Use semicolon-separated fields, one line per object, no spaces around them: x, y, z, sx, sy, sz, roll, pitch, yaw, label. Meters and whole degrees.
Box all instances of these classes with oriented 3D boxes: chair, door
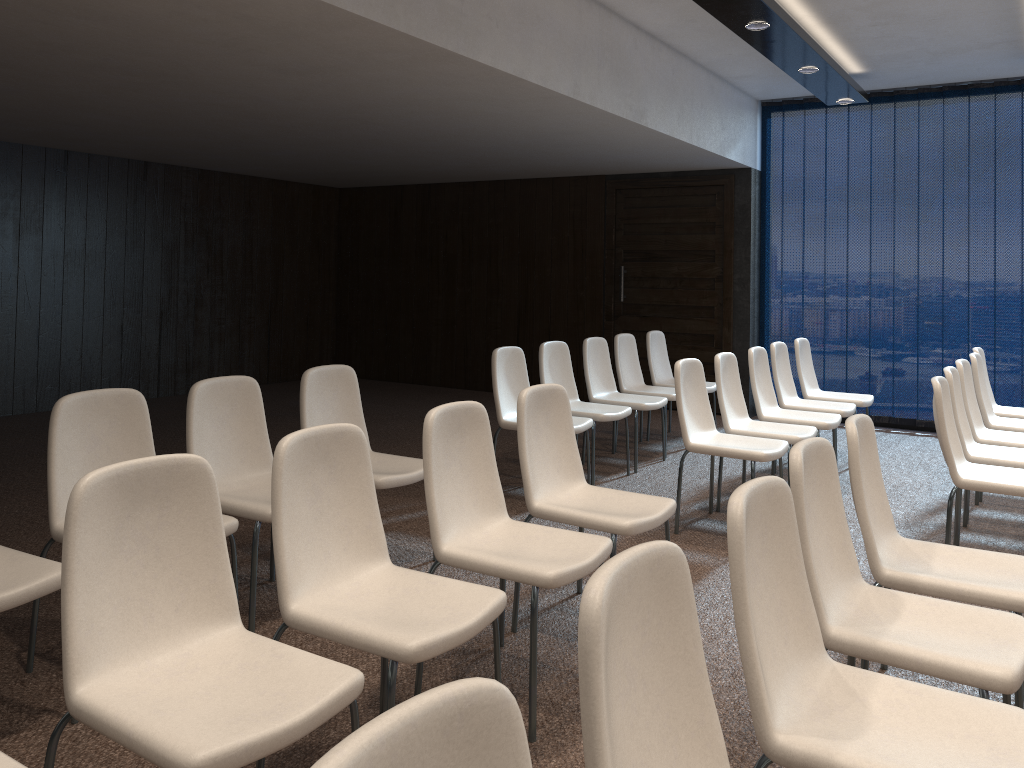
1.502;0.279;5.217;0.559;0.902;0.531;1;1;31;chair
3.216;0.271;5.562;0.559;0.902;0.531;2;1;33;chair
-0.987;0.440;3.491;0.559;0.902;0.531;1;1;31;chair
0.091;0.800;0.713;0.559;0.902;0.531;2;1;34;chair
-0.966;0.702;1.348;0.559;0.902;0.531;2;1;34;chair
0.318;0.475;3.419;0.559;0.902;0.531;2;1;34;chair
2.236;0.438;4.032;0.559;0.902;0.531;1;1;32;chair
1.624;-0.942;9.094;1.402;2.412;0.268;1;-1;32;door
2.483;0.108;6.779;0.559;0.902;0.531;1;1;32;chair
1.430;0.012;7.396;0.559;0.902;0.531;1;1;31;chair
1.019;0.629;2.268;0.559;0.902;0.531;2;1;34;chair
-1.593;0.551;2.484;0.559;0.902;0.531;1;1;31;chair
0.174;0.236;5.359;0.559;0.902;0.531;1;1;31;chair
-0.650;0.644;1.871;0.559;0.902;0.531;2;1;34;chair
0.815;0.121;6.403;0.559;0.902;0.531;1;1;32;chair
1.103;0.064;6.916;0.559;0.902;0.531;1;1;32;chair
-0.668;0.382;4.018;0.559;0.902;0.531;1;1;31;chair
2.146;0.164;6.269;0.559;0.902;0.531;1;1;32;chair
1.176;0.331;4.740;0.559;0.902;0.531;2;1;34;chair
0.392;0.741;1.243;0.559;0.902;0.531;1;1;33;chair
0.730;0.686;1.754;0.559;0.902;0.531;2;1;34;chair
-1.287;0.491;3.024;0.559;0.902;0.531;1;1;32;chair
3.523;0.210;6.106;0.559;0.902;0.531;2;1;33;chair
2.868;0.326;5.051;0.559;0.902;0.531;2;1;34;chair
0.008;0.535;2.870;0.559;0.902;0.531;1;1;31;chair
0.480;0.176;5.896;0.559;0.902;0.531;2;1;34;chair
2.553;0.380;4.556;0.559;0.902;0.531;1;1;32;chair
-0.341;0.591;2.357;0.559;0.902;0.531;1;1;31;chair
1.842;0.222;5.737;0.559;0.902;0.531;1;1;31;chair
1.343;0.577;2.744;0.559;0.902;0.531;1;1;30;chair

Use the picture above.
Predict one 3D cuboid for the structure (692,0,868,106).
6.247;-1.697;0.938;13.184;0.230;8.088;5;8;32;structure
